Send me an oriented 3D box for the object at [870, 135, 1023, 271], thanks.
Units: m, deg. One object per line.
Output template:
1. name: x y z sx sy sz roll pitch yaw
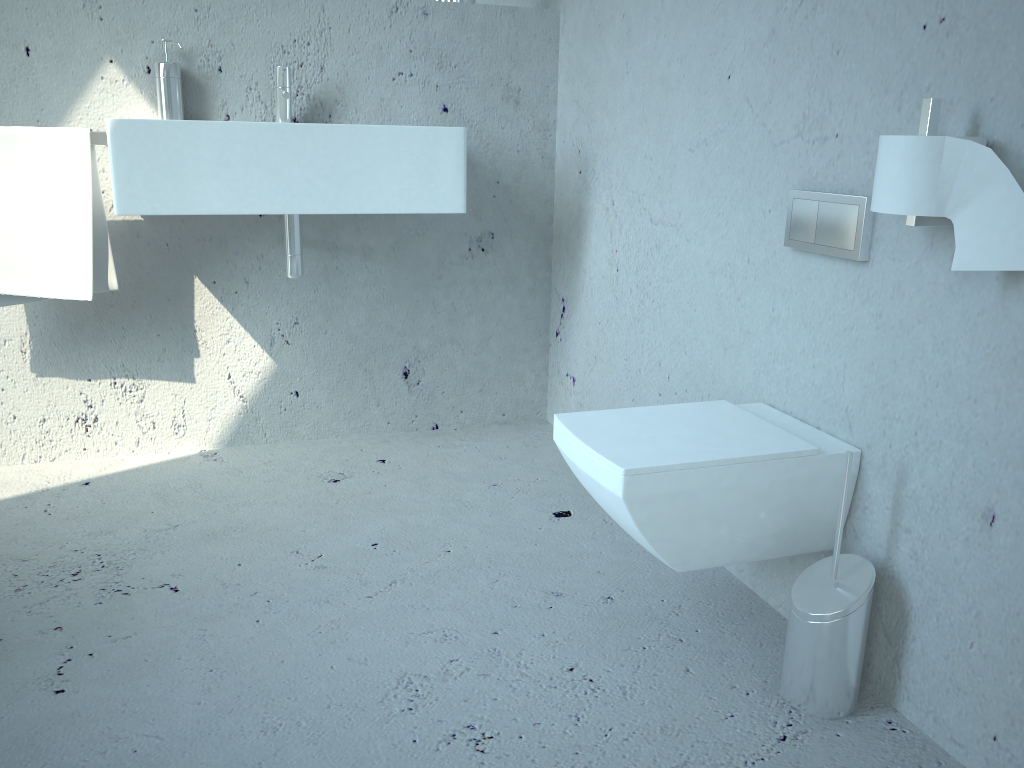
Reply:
1. object: 0.595 -0.243 1.186 0.219 0.169 0.131 15 21 41

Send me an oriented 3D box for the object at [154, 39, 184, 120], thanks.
1. object: -0.855 -0.756 2.212 0.061 0.193 0.076 -8 18 -30

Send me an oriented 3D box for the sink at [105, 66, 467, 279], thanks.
1. sink: -0.555 -0.525 2.228 0.800 0.526 0.429 -4 16 -18

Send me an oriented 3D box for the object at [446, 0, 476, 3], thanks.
1. object: -0.143 -1.087 2.477 0.084 0.054 0.084 -9 19 -33

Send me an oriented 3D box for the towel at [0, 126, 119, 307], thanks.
1. towel: -1.173 -0.374 2.049 0.455 0.429 0.063 -4 16 -18

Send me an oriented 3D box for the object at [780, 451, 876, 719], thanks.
1. object: 0.505 0.307 1.395 0.119 0.424 0.119 1 15 0

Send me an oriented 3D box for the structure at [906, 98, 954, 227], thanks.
1. structure: 0.588 -0.300 1.209 0.085 0.168 0.017 -4 16 -18

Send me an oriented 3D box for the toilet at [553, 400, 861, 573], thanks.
1. toilet: 0.317 0.174 1.538 0.445 0.205 0.284 -4 16 -18

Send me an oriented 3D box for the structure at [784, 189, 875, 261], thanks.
1. structure: 0.528 -0.269 1.486 0.021 0.100 0.200 -4 16 -18

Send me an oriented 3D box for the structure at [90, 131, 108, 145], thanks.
1. structure: -1.198 -0.582 2.081 0.480 0.030 0.206 -4 16 -18
